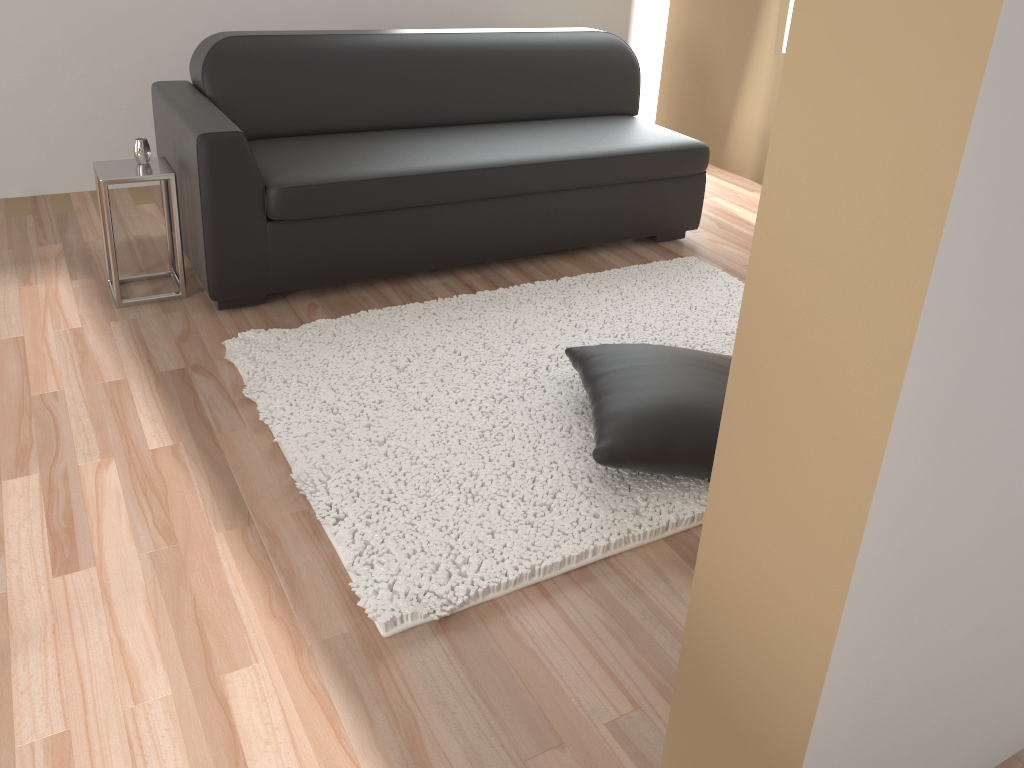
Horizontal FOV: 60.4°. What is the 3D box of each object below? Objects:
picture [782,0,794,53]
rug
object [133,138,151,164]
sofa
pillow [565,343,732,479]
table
[{"bbox_3d":[1.673,-1.961,4.272,0.019,0.779,0.847,-9,29,-27],"label":"picture"},{"bbox_3d":[0.249,-0.022,2.798,2.044,0.043,1.505,-12,32,-27],"label":"rug"},{"bbox_3d":[-1.301,-0.819,3.095,0.058,0.082,0.059,17,28,26],"label":"object"},{"bbox_3d":[-0.260,-1.032,3.785,2.279,0.798,0.988,-12,31,-28],"label":"sofa"},{"bbox_3d":[0.470,0.056,2.482,0.581,0.200,0.639,1,28,-5],"label":"pillow"},{"bbox_3d":[-1.327,-0.547,3.146,0.241,0.448,0.236,-10,28,-28],"label":"table"}]
